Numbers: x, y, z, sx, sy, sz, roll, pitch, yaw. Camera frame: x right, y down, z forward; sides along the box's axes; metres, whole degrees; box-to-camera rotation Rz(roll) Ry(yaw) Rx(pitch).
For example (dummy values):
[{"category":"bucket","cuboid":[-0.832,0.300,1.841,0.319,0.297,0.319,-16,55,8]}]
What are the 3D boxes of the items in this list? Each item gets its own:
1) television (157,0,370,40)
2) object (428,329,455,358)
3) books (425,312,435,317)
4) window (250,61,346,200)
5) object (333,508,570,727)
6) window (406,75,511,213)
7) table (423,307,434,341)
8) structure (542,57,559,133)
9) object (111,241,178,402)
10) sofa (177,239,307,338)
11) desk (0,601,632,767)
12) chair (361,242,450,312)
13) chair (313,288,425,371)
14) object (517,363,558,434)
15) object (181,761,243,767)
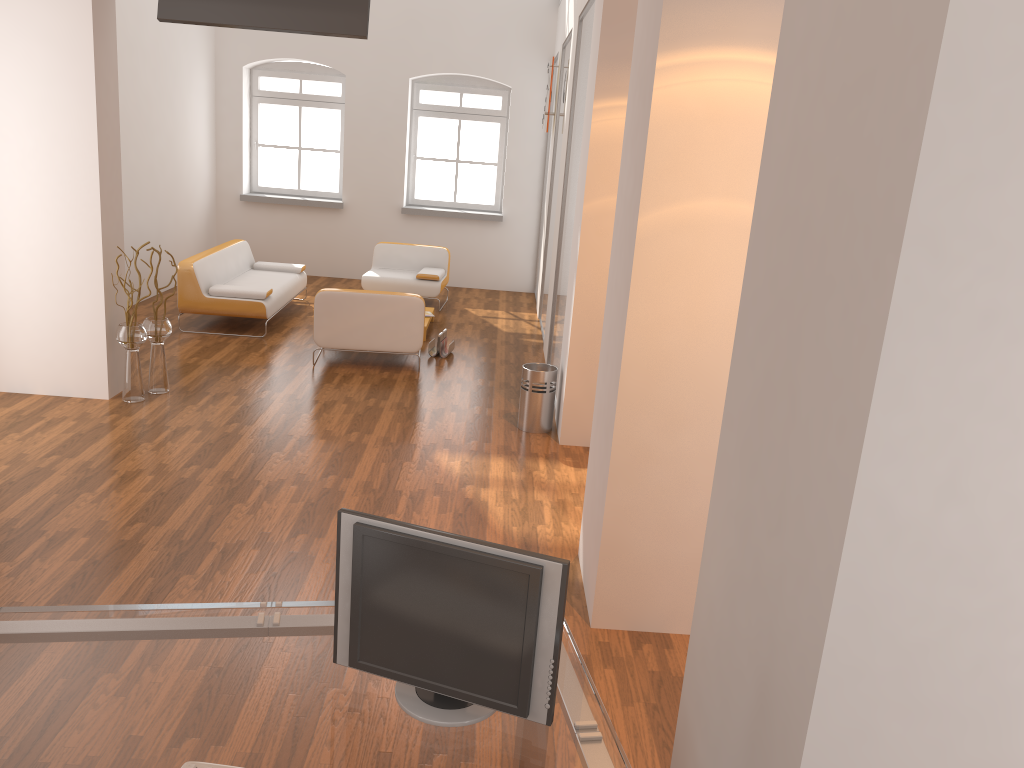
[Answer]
[{"category":"television","cuboid":[-1.632,-2.777,5.921,1.388,0.803,0.266,4,15,-1]},{"category":"object","cuboid":[-0.649,-0.381,8.216,0.189,0.217,0.281,7,15,7]},{"category":"books","cuboid":[-0.909,-0.726,9.194,0.171,0.004,0.249,0,16,-18]},{"category":"window","cuboid":[-2.818,-3.357,11.773,1.308,1.737,0.142,4,15,-1]},{"category":"object","cuboid":[-0.117,0.503,1.955,0.516,0.418,0.245,13,17,27]},{"category":"window","cuboid":[-0.719,-3.198,11.827,1.308,1.737,0.142,4,15,-1]},{"category":"table","cuboid":[-1.344,-0.660,9.146,1.000,0.150,1.000,4,15,-1]},{"category":"structure","cuboid":[0.435,-3.228,9.923,0.125,0.800,0.605,4,15,-1]},{"category":"object","cuboid":[-2.590,-0.428,6.117,0.284,1.112,0.655,10,16,19]},{"category":"sofa","cuboid":[-2.715,-1.042,9.163,0.825,0.661,2.010,4,15,-3]},{"category":"desk","cuboid":[-0.909,1.073,1.853,2.239,0.750,1.092,2,16,-11]},{"category":"chair","cuboid":[-1.241,-1.283,10.474,0.923,0.661,0.825,5,15,2]},{"category":"chair","cuboid":[-1.235,-0.550,7.811,0.923,0.661,0.825,3,15,-6]},{"category":"object","cuboid":[0.180,0.098,6.285,0.248,0.450,0.248,18,20,40]},{"category":"object","cuboid":[-0.414,0.779,1.593,0.467,0.031,0.200,7,15,8]}]
